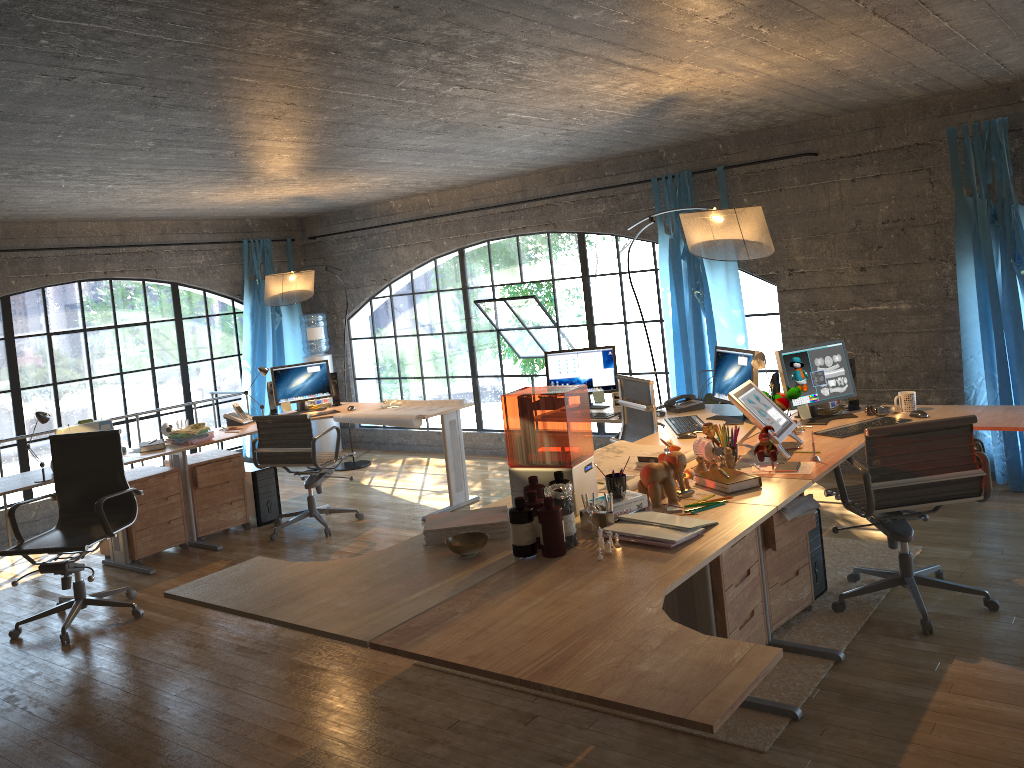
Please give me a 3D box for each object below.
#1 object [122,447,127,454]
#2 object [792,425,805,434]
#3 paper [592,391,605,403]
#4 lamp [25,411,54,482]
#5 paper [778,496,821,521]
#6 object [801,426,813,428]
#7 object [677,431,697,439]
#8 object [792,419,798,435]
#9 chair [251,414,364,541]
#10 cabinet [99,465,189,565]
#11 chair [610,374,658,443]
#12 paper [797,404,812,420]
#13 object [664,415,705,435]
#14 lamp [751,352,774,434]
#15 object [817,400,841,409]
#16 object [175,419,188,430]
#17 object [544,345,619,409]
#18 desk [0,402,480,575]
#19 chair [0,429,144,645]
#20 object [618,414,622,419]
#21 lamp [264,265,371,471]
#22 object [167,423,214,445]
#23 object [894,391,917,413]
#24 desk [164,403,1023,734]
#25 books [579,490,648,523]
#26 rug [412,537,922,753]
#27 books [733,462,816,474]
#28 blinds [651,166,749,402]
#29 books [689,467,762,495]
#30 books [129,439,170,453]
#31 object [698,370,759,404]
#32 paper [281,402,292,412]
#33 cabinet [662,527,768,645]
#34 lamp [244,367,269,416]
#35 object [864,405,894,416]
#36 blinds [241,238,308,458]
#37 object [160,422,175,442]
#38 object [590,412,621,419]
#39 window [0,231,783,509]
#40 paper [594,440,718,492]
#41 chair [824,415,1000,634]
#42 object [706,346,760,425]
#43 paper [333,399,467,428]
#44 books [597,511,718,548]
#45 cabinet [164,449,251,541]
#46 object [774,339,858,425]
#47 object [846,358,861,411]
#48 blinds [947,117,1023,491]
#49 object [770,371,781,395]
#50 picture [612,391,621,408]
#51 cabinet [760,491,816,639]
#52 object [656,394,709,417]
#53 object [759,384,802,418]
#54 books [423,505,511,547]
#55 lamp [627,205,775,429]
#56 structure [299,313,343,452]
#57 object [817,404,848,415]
[{"bbox_3d":[-2.649,0.452,5.973,0.075,0.025,0.181,-9,7,-22],"label":"object"},{"bbox_3d":[1.384,0.221,4.376,0.131,0.026,0.133,-1,8,38],"label":"object"},{"bbox_3d":[0.567,0.084,5.760,0.077,0.074,0.018,-5,2,8],"label":"paper"},{"bbox_3d":[-2.790,0.369,5.193,0.105,0.408,0.209,-5,3,24],"label":"lamp"},{"bbox_3d":[1.185,0.525,3.811,0.257,0.084,0.206,-11,8,-36],"label":"paper"},{"bbox_3d":[1.433,0.215,4.444,0.158,0.011,0.011,-1,6,35],"label":"object"},{"bbox_3d":[0.887,0.258,4.479,0.100,0.034,0.059,-5,6,12],"label":"object"},{"bbox_3d":[1.341,0.211,4.284,0.098,0.078,0.035,-6,2,-5],"label":"object"},{"bbox_3d":[-1.499,0.606,6.365,0.651,0.856,0.690,-4,4,24],"label":"chair"},{"bbox_3d":[-2.545,0.896,6.078,0.425,0.570,0.429,-4,4,35],"label":"cabinet"},{"bbox_3d":[0.919,0.434,5.043,0.687,1.012,0.653,-7,3,-18],"label":"chair"},{"bbox_3d":[1.491,0.143,4.496,0.079,0.074,0.019,-8,3,-27],"label":"paper"},{"bbox_3d":[0.956,0.220,4.818,0.187,0.011,0.494,-6,7,3],"label":"object"},{"bbox_3d":[1.270,0.039,4.388,0.209,0.408,0.105,-8,3,-41],"label":"lamp"},{"bbox_3d":[1.678,0.103,4.768,0.144,0.032,0.153,0,9,42],"label":"object"},{"bbox_3d":[-2.386,0.323,6.382,0.133,0.128,0.039,-3,3,33],"label":"object"},{"bbox_3d":[0.463,-0.039,5.818,0.469,0.389,0.287,-5,3,8],"label":"object"},{"bbox_3d":[-1.950,0.793,5.732,1.631,0.735,3.540,-1,8,39],"label":"desk"},{"bbox_3d":[-2.393,0.804,4.868,0.652,1.012,0.689,-6,3,7],"label":"chair"},{"bbox_3d":[0.669,0.187,5.254,0.101,0.034,0.059,-12,8,-42],"label":"object"},{"bbox_3d":[-1.582,-0.357,9.903,0.386,1.922,6.281,-6,6,3],"label":"lamp"},{"bbox_3d":[-2.221,0.339,6.099,0.255,0.129,0.255,-1,8,40],"label":"object"},{"bbox_3d":[2.033,0.095,4.547,0.109,0.100,0.082,-10,5,-41],"label":"object"},{"bbox_3d":[0.709,0.761,3.684,3.250,0.735,3.501,-1,8,37],"label":"desk"},{"bbox_3d":[0.370,0.448,3.204,0.178,0.069,0.231,0,9,45],"label":"books"},{"bbox_3d":[0.861,1.041,4.255,1.596,0.005,2.220,-1,9,37],"label":"rug"},{"bbox_3d":[1.084,0.344,3.677,0.329,0.012,0.217,-3,8,24],"label":"books"},{"bbox_3d":[1.450,-0.471,6.696,0.665,2.290,0.259,-5,2,33],"label":"blinds"},{"bbox_3d":[0.818,0.375,3.482,0.261,0.054,0.292,-7,7,-11],"label":"books"},{"bbox_3d":[-2.468,0.415,6.007,0.261,0.054,0.292,-7,7,-11],"label":"books"},{"bbox_3d":[1.662,0.284,6.513,0.488,0.800,0.585,-3,4,43],"label":"object"},{"bbox_3d":[-1.795,0.182,7.020,0.079,0.074,0.019,-8,3,-27],"label":"paper"},{"bbox_3d":[0.742,0.856,3.554,0.425,0.570,0.430,-4,4,35],"label":"cabinet"},{"bbox_3d":[-1.995,0.072,6.949,0.207,0.408,0.106,-6,2,5],"label":"lamp"},{"bbox_3d":[1.896,0.129,4.569,0.156,0.057,0.135,-11,8,-36],"label":"object"},{"bbox_3d":[-2.432,-0.357,9.074,0.261,2.277,0.953,-5,2,34],"label":"blinds"},{"bbox_3d":[-2.449,0.337,6.293,0.099,0.135,0.155,-7,5,-17],"label":"object"},{"bbox_3d":[0.432,0.192,5.505,0.489,0.011,0.189,-1,9,37],"label":"object"},{"bbox_3d":[-1.485,-0.273,7.958,6.946,1.864,3.205,-6,5,-2],"label":"window"},{"bbox_3d":[0.495,0.386,4.014,0.580,0.113,0.859,-1,9,38],"label":"paper"},{"bbox_3d":[1.711,0.561,3.952,0.654,0.856,0.687,-6,4,-6],"label":"chair"},{"bbox_3d":[1.225,-0.001,4.841,0.286,0.389,0.471,-7,5,-12],"label":"object"},{"bbox_3d":[-0.839,0.214,6.586,0.849,0.113,0.587,-1,9,38],"label":"paper"},{"bbox_3d":[0.496,0.475,2.977,0.306,0.044,0.320,0,9,42],"label":"books"},{"bbox_3d":[-2.215,0.813,6.476,0.471,0.570,0.428,-2,5,45],"label":"cabinet"},{"bbox_3d":[1.593,-0.012,4.608,0.472,0.389,0.285,-8,4,-27],"label":"object"},{"bbox_3d":[1.826,0.001,4.764,0.084,0.277,0.085,-5,2,37],"label":"object"},{"bbox_3d":[3.153,-0.428,5.371,0.262,2.411,0.855,-7,2,-44],"label":"blinds"},{"bbox_3d":[1.358,0.077,4.541,0.085,0.277,0.085,-6,2,-6],"label":"object"},{"bbox_3d":[0.716,0.099,5.637,0.158,0.104,0.032,-2,4,38],"label":"picture"},{"bbox_3d":[1.071,0.773,3.953,0.428,0.570,0.472,-9,5,-44],"label":"cabinet"},{"bbox_3d":[0.939,0.126,5.321,0.413,0.081,0.279,-8,7,-20],"label":"object"},{"bbox_3d":[1.355,0.114,4.474,0.246,0.220,0.115,-6,3,-3],"label":"object"},{"bbox_3d":[-0.162,0.508,3.182,0.309,0.058,0.222,-6,7,-2],"label":"books"},{"bbox_3d":[0.768,-0.258,7.049,0.386,1.922,6.271,-6,6,-6],"label":"lamp"},{"bbox_3d":[-2.036,-0.009,9.361,0.329,1.471,0.326,-7,2,-32],"label":"structure"},{"bbox_3d":[1.699,0.137,4.754,0.204,0.036,0.206,-1,8,36],"label":"object"}]
